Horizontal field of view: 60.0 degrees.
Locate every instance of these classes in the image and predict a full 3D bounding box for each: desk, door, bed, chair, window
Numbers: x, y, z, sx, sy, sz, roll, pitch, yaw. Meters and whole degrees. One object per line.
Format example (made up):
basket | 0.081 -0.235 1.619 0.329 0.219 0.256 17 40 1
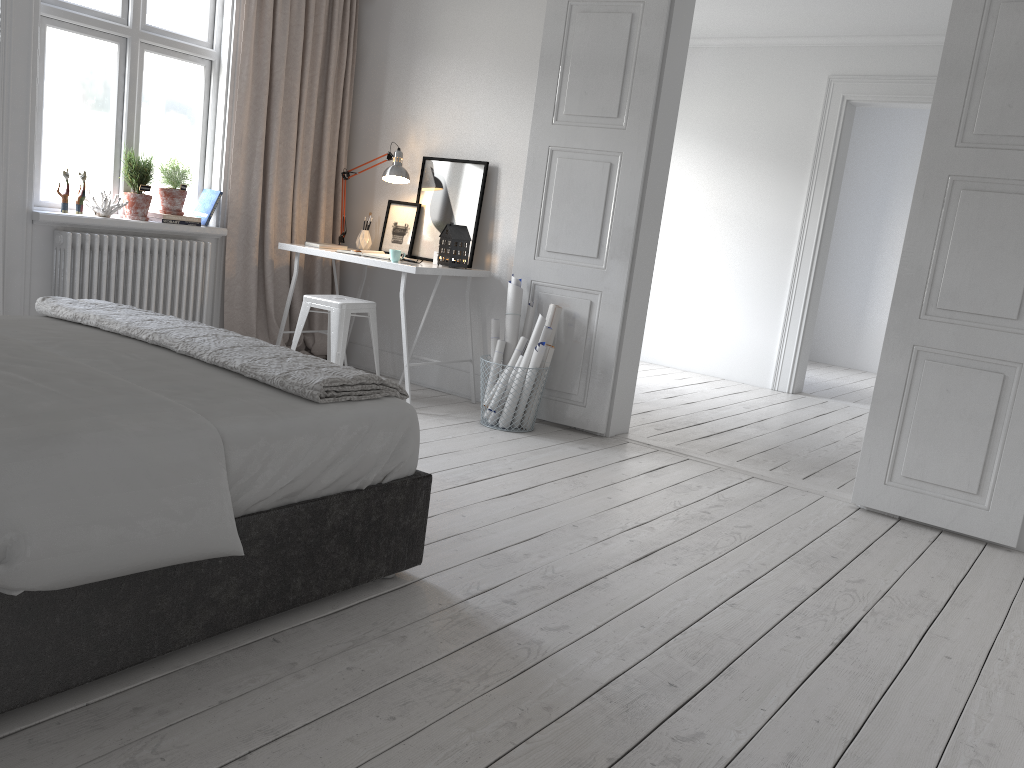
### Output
desk | -0.797 -0.364 5.243 1.163 0.776 0.641 14 12 34
door | 1.956 -0.532 3.634 0.667 2.325 0.034 14 12 34
door | 0.347 -0.935 4.704 0.678 2.325 0.034 12 11 25
bed | -1.473 -0.097 2.144 1.889 1.167 2.177 14 12 34
chair | -0.991 -0.220 4.996 0.407 0.527 0.409 13 11 29
window | -2.028 -1.645 4.698 0.079 1.536 1.047 14 12 34

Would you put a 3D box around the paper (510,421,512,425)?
paper | 0.068 -0.047 4.782 0.047 0.541 0.200 15 13 38

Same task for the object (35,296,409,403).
object | -0.978 -0.131 2.827 1.460 0.104 0.405 14 12 34

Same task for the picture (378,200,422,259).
picture | -0.688 -0.949 5.427 0.261 0.333 0.062 14 12 34

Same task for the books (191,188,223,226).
books | -1.763 -1.018 5.105 0.175 0.211 0.101 15 13 37

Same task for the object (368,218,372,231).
object | -0.918 -0.952 5.618 0.054 0.207 0.008 11 10 17

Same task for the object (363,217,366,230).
object | -0.945 -0.957 5.627 0.008 0.207 0.054 7 10 0

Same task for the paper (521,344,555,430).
paper | 0.135 0.017 4.675 0.123 0.464 0.057 9 10 7

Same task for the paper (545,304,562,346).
paper | 0.148 -0.100 4.762 0.181 0.669 0.073 1 12 -33

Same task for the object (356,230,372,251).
object | -0.939 -0.913 5.627 0.101 0.126 0.101 14 12 34

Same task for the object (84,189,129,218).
object | -2.112 -0.937 4.614 0.186 0.149 0.212 17 14 43

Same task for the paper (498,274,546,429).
paper | 0.043 -0.170 4.714 0.181 0.793 0.431 5 10 -12

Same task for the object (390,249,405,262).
object | -0.627 -0.692 4.801 0.082 0.065 0.064 14 12 33

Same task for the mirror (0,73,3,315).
mirror | -2.599 -0.753 3.899 0.145 1.553 0.669 14 12 34

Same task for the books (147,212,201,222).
books | -1.889 -0.932 4.952 0.157 0.025 0.246 15 13 36

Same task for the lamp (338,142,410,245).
lamp | -0.881 -1.107 5.401 0.568 0.745 0.164 13 11 30

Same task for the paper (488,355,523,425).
paper | 0.007 0.035 4.696 0.233 0.389 0.078 3 11 -25

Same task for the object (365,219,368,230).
object | -0.935 -0.956 5.635 0.008 0.207 0.054 11 11 21

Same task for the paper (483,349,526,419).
paper | -0.010 -0.009 4.742 0.253 0.431 0.054 4 10 -19

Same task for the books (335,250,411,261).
books | -0.796 -0.745 5.070 0.358 0.029 0.291 11 11 20

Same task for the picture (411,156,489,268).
picture | -0.385 -1.023 5.254 0.493 0.614 0.062 14 12 34

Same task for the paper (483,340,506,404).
paper | -0.094 -0.059 4.761 0.047 0.360 0.129 12 11 23

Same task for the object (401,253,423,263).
object | -0.579 -0.704 4.957 0.133 0.047 0.114 12 11 22

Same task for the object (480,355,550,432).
object | -0.004 0.050 4.730 0.375 0.350 0.374 15 12 36

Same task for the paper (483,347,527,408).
paper | -0.035 -0.042 4.739 0.239 0.358 0.047 -1 13 -40

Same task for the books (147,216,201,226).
books | -1.893 -0.911 4.964 0.156 0.022 0.245 15 13 38

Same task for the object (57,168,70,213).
object | -2.248 -0.972 4.452 0.052 0.224 0.045 9 10 11

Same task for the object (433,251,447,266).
object | -0.403 -0.722 5.101 0.065 0.073 0.078 13 12 30

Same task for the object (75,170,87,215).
object | -2.187 -0.974 4.505 0.045 0.224 0.052 5 10 -14

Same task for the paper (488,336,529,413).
paper | -0.018 -0.051 4.692 0.049 0.403 0.244 15 12 36

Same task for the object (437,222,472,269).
object | -0.323 -0.780 4.985 0.135 0.248 0.135 -1 13 -39

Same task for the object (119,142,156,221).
object | -1.997 -1.083 4.739 0.183 0.410 0.199 7 10 -5

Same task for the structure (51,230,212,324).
structure | -2.070 -0.505 4.814 0.216 0.600 0.935 14 12 34

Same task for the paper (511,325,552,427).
paper | 0.105 -0.041 4.707 0.153 0.553 0.060 6 10 -10

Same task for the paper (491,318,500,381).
paper | -0.093 -0.077 4.807 0.046 0.546 0.166 1 12 -31

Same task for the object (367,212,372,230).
object | -0.918 -0.971 5.629 0.023 0.239 0.028 14 12 31

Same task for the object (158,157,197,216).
object | -1.864 -1.099 4.921 0.220 0.318 0.211 4 10 -17

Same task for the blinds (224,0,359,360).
blinds | -1.286 -1.425 5.362 0.225 2.678 0.831 14 12 34

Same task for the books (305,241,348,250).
books | -1.114 -0.829 5.321 0.150 0.024 0.207 16 13 40
